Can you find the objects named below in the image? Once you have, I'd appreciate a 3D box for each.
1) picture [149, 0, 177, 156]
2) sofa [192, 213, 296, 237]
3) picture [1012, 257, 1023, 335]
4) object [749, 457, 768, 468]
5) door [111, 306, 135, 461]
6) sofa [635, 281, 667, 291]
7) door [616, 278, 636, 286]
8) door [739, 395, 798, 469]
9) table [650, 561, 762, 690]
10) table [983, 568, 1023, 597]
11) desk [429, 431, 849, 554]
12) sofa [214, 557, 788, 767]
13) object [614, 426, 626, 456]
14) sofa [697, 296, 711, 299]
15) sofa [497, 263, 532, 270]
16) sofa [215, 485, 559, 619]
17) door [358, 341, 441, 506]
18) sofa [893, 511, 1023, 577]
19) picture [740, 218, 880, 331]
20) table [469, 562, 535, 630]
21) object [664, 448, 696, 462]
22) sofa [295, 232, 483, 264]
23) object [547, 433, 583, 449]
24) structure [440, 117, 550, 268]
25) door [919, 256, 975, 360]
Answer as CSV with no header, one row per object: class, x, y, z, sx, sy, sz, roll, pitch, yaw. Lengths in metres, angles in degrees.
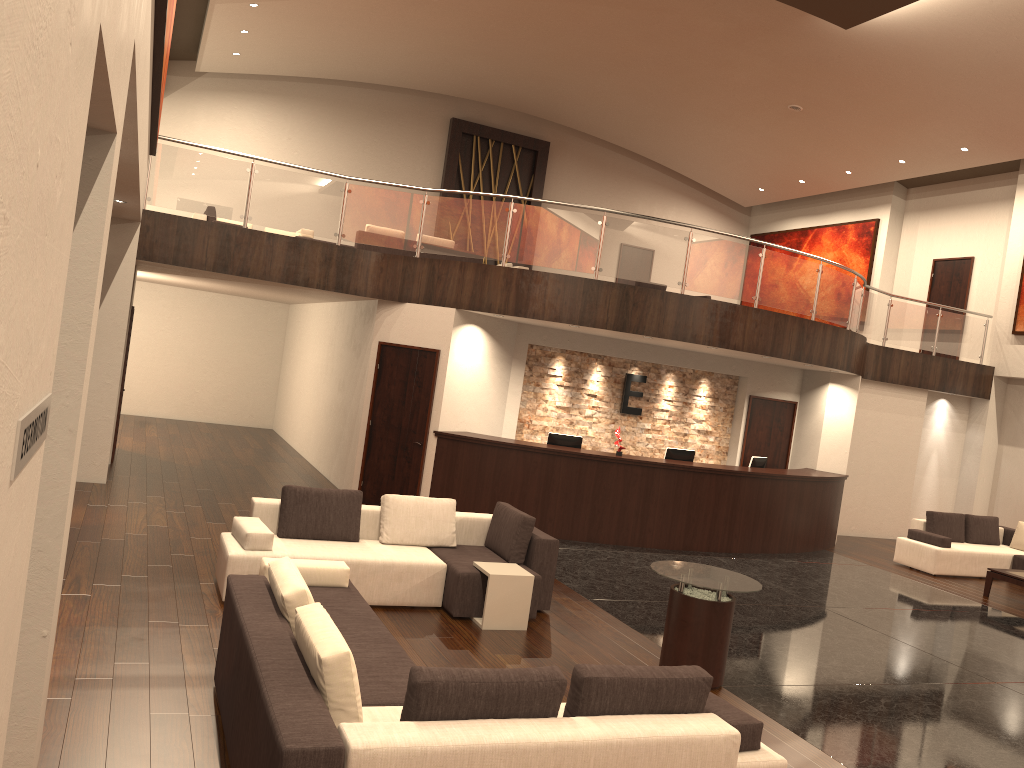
picture,-2.887,-3.744,7.611,0.070,2.526,6.485,8,1,-23
sofa,-4.593,-2.734,17.500,3.366,0.862,2.586,8,1,-23
picture,10.686,-1.924,13.394,0.070,2.526,6.485,8,1,-23
object,3.699,1.340,13.387,0.189,0.485,0.483,9,2,42
door,-5.763,-0.044,13.105,0.104,2.232,0.990,8,1,-23
sofa,2.397,-1.773,19.394,1.291,0.862,2.846,8,1,-23
door,3.092,-2.440,22.908,0.990,2.232,0.104,8,1,-23
door,4.248,1.348,14.971,0.990,2.232,0.104,8,1,-23
table,1.411,1.843,6.729,0.833,0.795,0.844,8,1,16
table,7.055,2.760,11.594,1.100,0.380,1.100,8,1,-23
desk,2.250,1.644,12.814,7.146,1.171,1.674,8,1,-21
sofa,-0.325,1.594,5.244,2.586,0.862,3.366,8,1,-23
object,1.462,0.769,11.934,0.163,0.390,0.165,8,1,-15
sofa,5.222,-1.394,20.570,3.366,0.862,2.586,8,1,-23
sofa,0.227,-2.067,18.604,1.291,0.862,2.846,8,1,-23
sofa,-1.043,1.437,7.767,2.846,0.862,1.291,8,1,-23
door,-1.536,0.585,11.980,0.990,2.232,0.104,9,1,28
sofa,7.575,2.567,12.694,2.586,0.862,3.366,8,1,-23
picture,7.153,-2.611,21.901,0.070,2.526,4.515,8,1,-23
table,-0.104,1.782,7.471,0.400,0.460,0.400,8,1,-23
object,2.370,1.166,12.627,0.483,0.485,0.189,8,1,-23
sofa,-2.556,-2.426,16.742,3.366,0.862,2.586,8,1,-23
object,0.706,0.937,12.212,0.483,0.485,0.189,8,1,-8
structure,-0.554,-3.940,21.175,2.524,4.236,0.187,8,1,-23
door,8.983,-1.500,18.366,0.104,2.232,0.990,8,1,-23
